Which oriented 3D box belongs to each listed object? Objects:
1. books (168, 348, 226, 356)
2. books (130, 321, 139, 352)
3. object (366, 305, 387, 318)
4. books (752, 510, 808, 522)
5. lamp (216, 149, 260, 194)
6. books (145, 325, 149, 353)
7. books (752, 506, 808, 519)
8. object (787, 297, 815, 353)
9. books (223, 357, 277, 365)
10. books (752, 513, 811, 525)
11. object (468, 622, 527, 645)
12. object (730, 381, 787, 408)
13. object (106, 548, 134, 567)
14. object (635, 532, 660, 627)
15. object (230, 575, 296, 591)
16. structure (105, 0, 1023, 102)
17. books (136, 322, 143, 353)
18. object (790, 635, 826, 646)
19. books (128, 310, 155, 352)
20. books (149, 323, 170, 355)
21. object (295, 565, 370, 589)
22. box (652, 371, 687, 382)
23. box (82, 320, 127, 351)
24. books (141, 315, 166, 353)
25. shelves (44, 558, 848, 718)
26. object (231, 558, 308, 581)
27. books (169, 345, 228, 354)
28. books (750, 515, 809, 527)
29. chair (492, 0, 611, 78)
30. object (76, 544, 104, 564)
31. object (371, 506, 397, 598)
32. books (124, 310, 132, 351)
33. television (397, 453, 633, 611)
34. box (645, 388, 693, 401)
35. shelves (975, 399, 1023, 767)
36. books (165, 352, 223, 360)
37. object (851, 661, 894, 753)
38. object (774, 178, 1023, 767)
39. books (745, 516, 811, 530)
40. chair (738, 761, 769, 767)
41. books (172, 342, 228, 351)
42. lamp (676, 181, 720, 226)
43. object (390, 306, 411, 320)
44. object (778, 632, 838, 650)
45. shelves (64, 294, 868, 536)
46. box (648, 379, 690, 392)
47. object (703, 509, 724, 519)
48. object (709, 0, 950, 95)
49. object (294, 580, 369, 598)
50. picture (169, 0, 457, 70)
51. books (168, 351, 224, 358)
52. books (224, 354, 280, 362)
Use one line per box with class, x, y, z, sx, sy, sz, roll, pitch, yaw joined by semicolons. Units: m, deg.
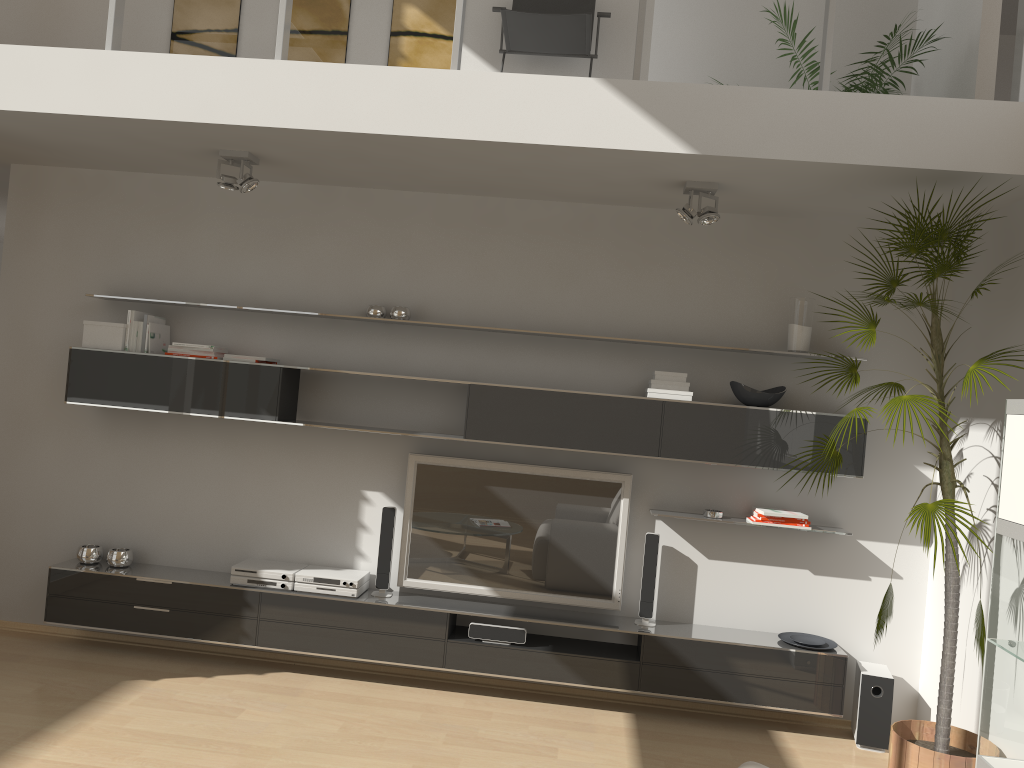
books;-1.740;-0.177;4.906;0.254;0.015;0.190;5;-1;1
books;-2.055;-0.257;4.959;0.027;0.169;0.230;5;-1;5
object;-0.753;-0.399;4.919;0.115;0.081;0.115;5;-1;-14
books;1.404;0.690;4.658;0.254;0.015;0.190;5;-1;7
lamp;-1.380;-1.062;4.477;0.214;0.195;0.150;5;-1;5
books;-1.988;-0.245;4.950;0.009;0.156;0.207;5;-1;5
books;1.400;0.673;4.646;0.227;0.017;0.230;5;-1;0
object;1.522;-0.305;4.683;0.129;0.291;0.129;5;-1;-23
books;-1.442;-0.126;4.894;0.190;0.015;0.254;5;-1;12
books;1.410;0.706;4.655;0.254;0.015;0.190;5;-1;1
object;-0.074;1.310;4.660;0.300;0.092;0.085;5;-1;5
object;1.289;0.059;4.655;0.317;0.125;0.223;5;-1;-17
object;-2.198;0.974;4.974;0.143;0.091;0.143;5;-1;37
object;0.731;1.035;4.726;0.111;0.483;0.116;5;-1;12
object;-1.335;1.071;4.866;0.349;0.049;0.262;5;-1;5
structure;-0.230;-1.816;3.950;5.400;0.900;0.080;5;-1;5
books;-2.026;-0.255;4.965;0.027;0.169;0.230;5;-1;5
object;1.531;1.335;4.596;0.178;0.020;0.178;5;-1;-12
books;-2.073;-0.288;4.970;0.017;0.227;0.230;5;-1;5
books;-1.972;-0.250;4.962;0.023;0.169;0.230;5;-1;5
object;-0.978;1.053;4.836;0.349;0.049;0.262;5;-1;5
box;0.835;-0.037;4.702;0.168;0.047;0.168;5;-1;5
box;-2.222;-0.262;4.947;0.232;0.149;0.232;5;-1;5
books;-2.002;-0.273;4.951;0.021;0.210;0.207;5;-1;5
shelves;-0.417;1.333;4.779;4.236;0.312;0.300;5;-1;5
object;-1.330;1.022;4.867;0.349;0.049;0.262;5;-1;5
books;-1.731;-0.191;4.903;0.254;0.015;0.190;5;-1;7
books;1.399;0.718;4.654;0.268;0.011;0.190;5;-1;7
chair;0.181;-1.735;4.620;0.628;0.825;0.537;5;-1;5
object;-2.374;0.959;4.990;0.143;0.091;0.143;5;-1;37
object;-0.689;0.910;4.847;0.111;0.483;0.116;5;-1;2
books;-2.092;-0.290;4.965;0.017;0.227;0.230;5;-1;5
television;0.012;0.799;4.854;1.224;0.735;0.096;5;-1;5
box;0.828;0.058;4.701;0.232;0.047;0.232;5;-1;5
shelves;1.760;0.925;1.906;0.408;1.756;2.432;5;-1;5
books;-1.728;-0.150;4.905;0.297;0.013;0.210;5;-1;5
object;1.842;1.651;4.540;0.150;0.374;0.275;5;-1;16
object;1.841;0.485;3.074;0.983;2.668;2.706;5;-1;-15
books;1.394;0.729;4.655;0.296;0.013;0.210;5;-1;5
chair;0.214;1.238;1.430;1.165;0.846;1.562;5;-1;5
books;-1.725;-0.207;4.915;0.227;0.017;0.230;5;-1;0
lamp;0.900;-0.861;4.276;0.214;0.195;0.150;5;-1;5
object;-0.612;-0.387;4.863;0.115;0.081;0.115;5;-1;-14
object;1.531;1.337;4.596;0.294;0.020;0.294;5;-1;44
shelves;-0.311;0.139;4.790;4.236;0.914;0.300;5;-1;5
box;0.830;0.010;4.703;0.200;0.047;0.200;5;-1;5
object;1.070;0.690;4.712;0.106;0.035;0.105;5;-1;41
object;1.842;-1.703;5.120;1.331;1.069;1.491;5;-1;2
object;-0.982;1.102;4.841;0.349;0.049;0.250;5;-1;5
picture;-1.063;-2.720;5.051;1.684;1.800;0.010;5;-1;5
books;-1.731;-0.163;4.906;0.268;0.011;0.190;5;-1;7
books;-1.429;-0.141;4.888;0.230;0.017;0.227;5;-1;5
